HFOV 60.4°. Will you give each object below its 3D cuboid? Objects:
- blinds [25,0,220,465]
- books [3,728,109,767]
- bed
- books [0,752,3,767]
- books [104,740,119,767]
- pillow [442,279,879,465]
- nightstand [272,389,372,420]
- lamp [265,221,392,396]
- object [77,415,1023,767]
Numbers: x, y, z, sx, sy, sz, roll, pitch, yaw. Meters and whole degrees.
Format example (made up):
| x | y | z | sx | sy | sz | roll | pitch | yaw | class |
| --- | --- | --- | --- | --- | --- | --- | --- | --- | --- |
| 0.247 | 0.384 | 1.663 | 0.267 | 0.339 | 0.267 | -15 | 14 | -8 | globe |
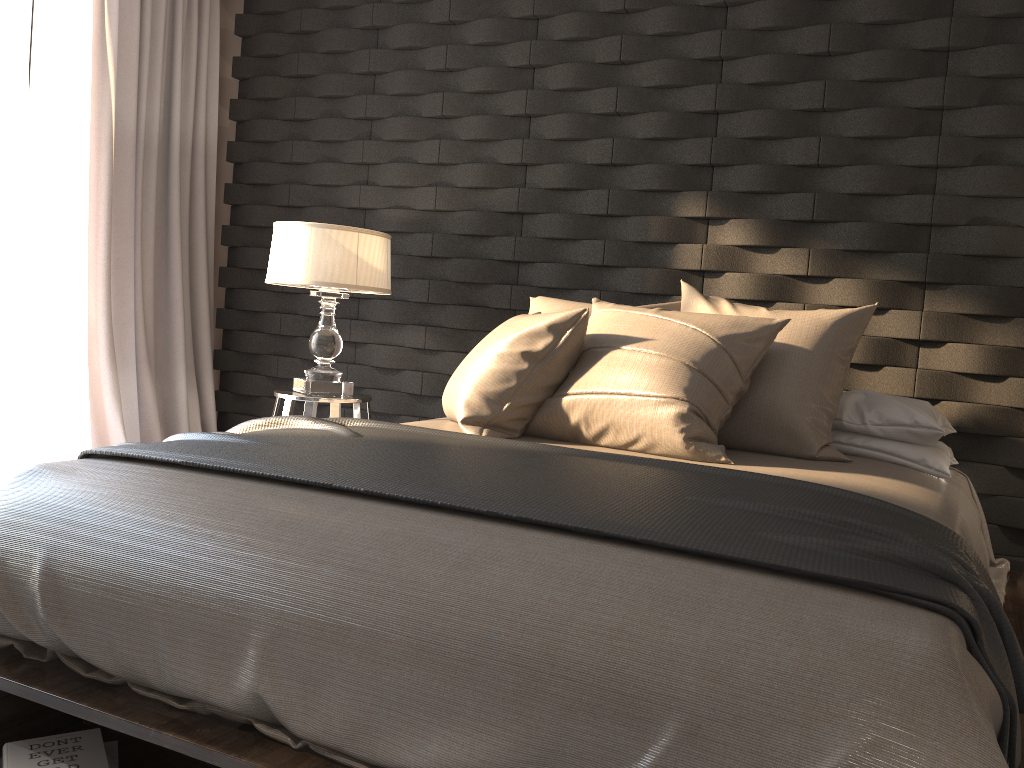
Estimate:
| x | y | z | sx | sy | sz | roll | pitch | yaw | class |
| --- | --- | --- | --- | --- | --- | --- | --- | --- | --- |
| -1.553 | -0.775 | 3.769 | 0.330 | 2.638 | 1.031 | 5 | 3 | 18 | blinds |
| -0.814 | 0.679 | 1.568 | 0.163 | 0.020 | 0.195 | 3 | 4 | -31 | books |
| 0.174 | 0.480 | 2.243 | 2.198 | 0.623 | 2.391 | 7 | 4 | 26 | bed |
| -0.843 | 0.698 | 1.563 | 0.209 | 0.023 | 0.155 | 8 | 5 | 44 | books |
| -0.810 | 0.719 | 1.587 | 0.183 | 0.019 | 0.233 | 3 | 4 | -26 | books |
| 0.372 | -0.085 | 2.596 | 1.205 | 0.518 | 0.939 | 7 | 4 | 26 | pillow |
| -0.748 | 0.338 | 3.414 | 0.522 | 0.603 | 0.580 | 7 | 4 | 38 | nightstand |
| -0.710 | -0.279 | 3.395 | 0.489 | 0.630 | 0.443 | 3 | 3 | -32 | lamp |
| -0.032 | 0.311 | 1.816 | 1.971 | 0.322 | 0.644 | 6 | 4 | 23 | object |
